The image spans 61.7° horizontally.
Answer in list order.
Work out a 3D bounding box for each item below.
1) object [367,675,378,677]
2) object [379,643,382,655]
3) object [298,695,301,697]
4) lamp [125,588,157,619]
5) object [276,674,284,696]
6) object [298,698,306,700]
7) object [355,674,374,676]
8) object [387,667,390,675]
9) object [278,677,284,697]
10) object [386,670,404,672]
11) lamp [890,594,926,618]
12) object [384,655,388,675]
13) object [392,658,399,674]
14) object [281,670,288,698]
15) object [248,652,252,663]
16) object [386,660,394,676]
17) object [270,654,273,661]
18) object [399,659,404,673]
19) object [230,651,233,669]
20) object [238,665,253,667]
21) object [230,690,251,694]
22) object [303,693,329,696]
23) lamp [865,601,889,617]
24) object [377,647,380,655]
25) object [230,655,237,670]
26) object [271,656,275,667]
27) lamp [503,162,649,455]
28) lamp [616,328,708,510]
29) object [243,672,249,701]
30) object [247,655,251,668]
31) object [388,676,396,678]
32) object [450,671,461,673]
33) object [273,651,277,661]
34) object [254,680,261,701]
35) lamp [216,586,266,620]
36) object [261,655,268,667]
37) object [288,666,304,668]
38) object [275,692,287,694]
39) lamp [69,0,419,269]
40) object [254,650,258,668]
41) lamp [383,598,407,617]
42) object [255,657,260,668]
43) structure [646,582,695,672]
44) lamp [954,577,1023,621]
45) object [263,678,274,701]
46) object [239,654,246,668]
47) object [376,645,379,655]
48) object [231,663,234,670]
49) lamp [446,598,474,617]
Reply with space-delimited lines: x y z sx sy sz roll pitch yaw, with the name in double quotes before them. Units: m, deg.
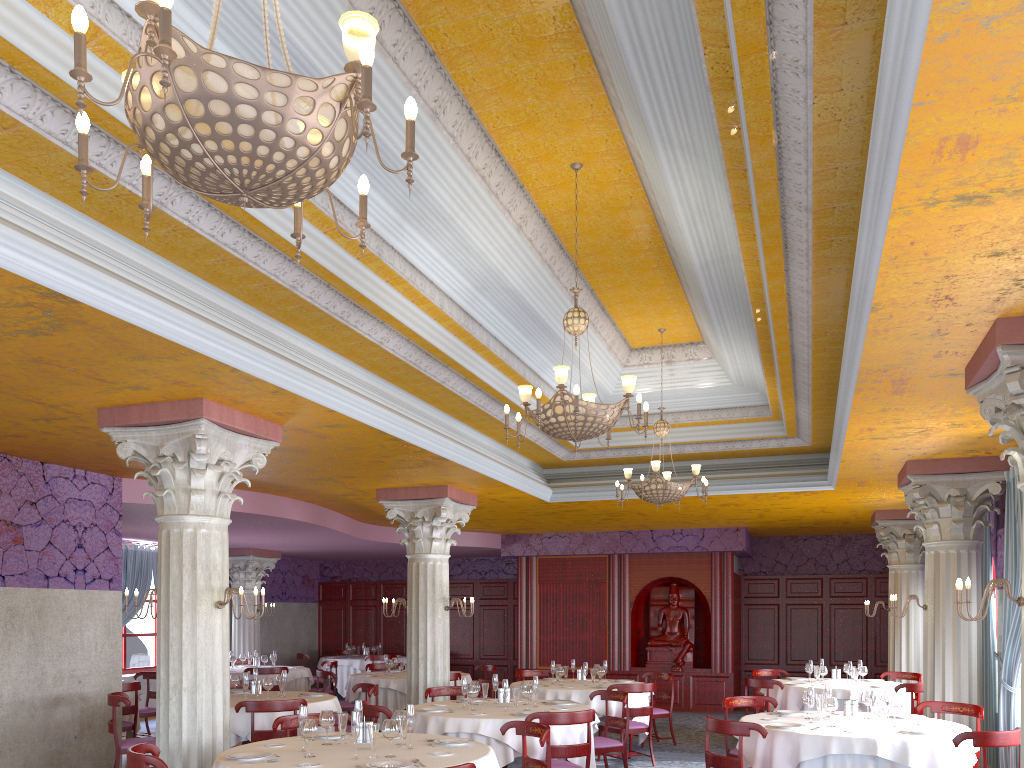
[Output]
"object" -2.260 4.665 13.676 0.258 0.019 0.056 6 -15 -21
"object" -3.074 6.211 20.006 0.074 0.332 0.074 0 -1 10
"object" -2.571 3.783 10.379 0.030 0.010 0.143 6 -16 -22
"lamp" -3.152 1.932 7.532 0.381 0.270 0.350 -1 -9 7
"object" -2.813 3.675 10.442 0.123 0.261 0.123 -2 -3 33
"object" -2.464 3.680 9.992 0.161 0.009 0.162 -12 -19 38
"object" -2.382 4.710 13.849 0.314 0.024 0.323 -5 -16 19
"object" -2.011 4.649 14.016 0.086 0.235 0.086 0 -2 -1
"object" -2.778 3.658 10.330 0.086 0.235 0.086 0 -2 -1
"object" -2.031 4.985 14.875 0.314 0.024 0.323 -5 -16 19
"lamp" 4.543 2.559 9.862 0.381 0.270 0.350 -1 -9 7
"object" -2.074 4.631 14.128 0.074 0.332 0.074 1 -1 -35
"object" -1.977 4.758 14.469 0.123 0.261 0.123 -2 -3 33
"object" -2.715 3.579 10.217 0.074 0.332 0.074 1 -1 -35
"object" -4.663 4.934 15.254 0.074 0.332 0.074 0 -1 10
"object" -1.976 4.606 13.904 0.123 0.261 0.123 -2 -3 33
"object" -4.439 5.147 15.918 0.122 0.261 0.124 -1 -3 10
"object" -1.865 4.780 14.504 0.086 0.235 0.086 0 -2 -1
"object" -5.102 5.020 15.576 0.074 0.332 0.074 0 -1 10
"object" -5.059 5.375 16.323 0.313 0.024 0.324 0 -15 -1
"object" -3.433 3.902 10.847 0.314 0.024 0.323 -5 -16 19
"object" -2.407 3.808 10.496 0.314 0.024 0.323 -5 -16 19
"lamp" 3.670 1.418 4.755 2.096 3.530 29.996 -1 -14 19
"object" -3.138 6.290 20.118 0.086 0.235 0.086 0 -2 -1
"object" -5.003 4.995 15.352 0.122 0.261 0.124 -1 -3 10
"object" -4.404 5.130 15.806 0.086 0.235 0.086 -2 -3 44
"lamp" 0.482 -0.605 6.448 0.961 2.154 0.968 1 -3 -26
"lamp" 1.777 0.395 10.167 0.961 2.154 0.968 1 -3 -26
"object" -3.037 3.461 9.778 0.074 0.332 0.074 1 -1 -35
"object" -4.892 5.170 15.952 0.086 0.235 0.086 0 -2 -1
"object" -1.901 4.640 13.563 0.159 0.009 0.164 3 -15 -10
"object" -1.006 4.891 14.524 0.314 0.024 0.323 -5 -16 19
"object" -4.341 5.052 15.693 0.074 0.332 0.074 0 -1 10
"object" -2.925 3.527 9.842 0.086 0.235 0.086 -2 -3 44
"lamp" -2.285 1.821 7.119 0.381 0.270 0.350 -1 -9 7
"object" -4.438 4.995 15.353 0.123 0.261 0.123 -2 -3 33
"object" -4.033 5.280 15.972 0.314 0.024 0.323 -5 -16 19
"object" -2.921 3.906 10.831 0.158 0.009 0.164 0 -15 -1
"lamp" -0.833 -1.622 2.668 0.961 2.154 0.968 1 -3 -26
"object" -4.780 5.138 16.015 0.074 0.332 0.074 0 -1 10
"lamp" -1.598 3.133 11.999 0.381 0.270 0.350 -1 -9 7
"object" -4.550 4.999 15.318 0.086 0.235 0.086 -1 -2 22
"structure" 3.205 4.943 17.459 0.966 1.829 0.647 -1 -2 19
"lamp" 2.989 1.358 5.395 0.381 0.270 0.350 -1 -9 7
"object" -2.813 3.523 9.877 0.123 0.261 0.123 -2 -3 33
"object" -5.004 5.147 15.917 0.123 0.261 0.123 2 -3 -35
"object" -3.173 6.307 20.230 0.123 0.261 0.123 2 -3 -35
"object" -5.038 5.039 15.464 0.086 0.235 0.086 0 -2 -1
"lamp" -0.715 3.034 11.630 0.381 0.270 0.350 -1 -9 7
